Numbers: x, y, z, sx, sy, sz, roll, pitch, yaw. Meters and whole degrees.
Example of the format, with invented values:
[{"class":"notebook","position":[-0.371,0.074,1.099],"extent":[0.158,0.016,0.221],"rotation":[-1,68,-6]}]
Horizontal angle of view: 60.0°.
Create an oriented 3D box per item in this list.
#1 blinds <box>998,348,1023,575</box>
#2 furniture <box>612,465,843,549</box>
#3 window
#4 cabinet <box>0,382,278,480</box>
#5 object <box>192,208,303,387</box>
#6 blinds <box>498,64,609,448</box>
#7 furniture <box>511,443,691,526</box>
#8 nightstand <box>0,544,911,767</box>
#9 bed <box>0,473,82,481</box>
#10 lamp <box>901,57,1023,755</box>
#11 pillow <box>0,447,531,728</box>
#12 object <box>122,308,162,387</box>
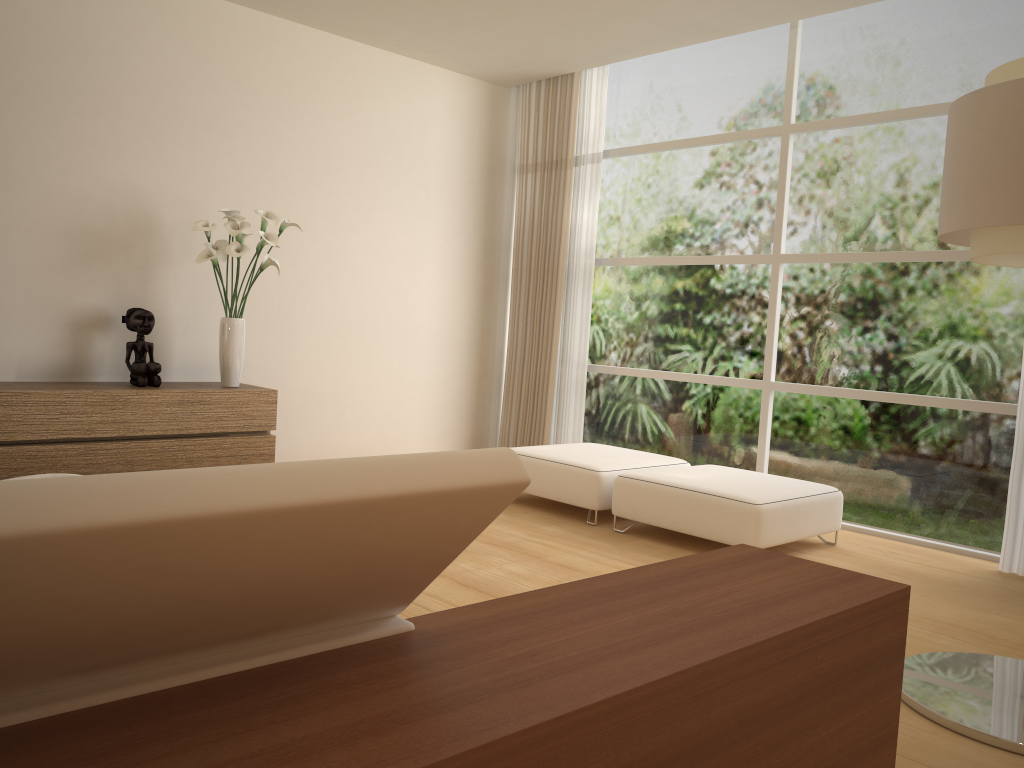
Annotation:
[{"class":"blinds","position":[2.892,-0.651,4.239],"extent":[0.202,3.351,0.814],"rotation":[0,5,-44]},{"class":"furniture","position":[1.224,0.708,5.053],"extent":[0.964,0.346,0.965],"rotation":[0,5,-43]},{"class":"window","position":[1.768,-0.830,5.887],"extent":[0.071,3.371,4.781],"rotation":[0,5,-43]},{"class":"cabinet","position":[-3.010,0.342,4.408],"extent":[3.713,0.662,0.588],"rotation":[0,5,-43]},{"class":"object","position":[-1.609,-0.513,5.320],"extent":[0.515,1.085,0.608],"rotation":[4,4,5]},{"class":"blinds","position":[0.283,-0.985,7.095],"extent":[0.211,3.352,0.950],"rotation":[0,5,-45]},{"class":"furniture","position":[0.518,0.618,5.806],"extent":[0.964,0.346,0.965],"rotation":[0,5,-43]},{"class":"nightstand","position":[-0.717,0.755,0.984],"extent":[4.220,0.539,0.493],"rotation":[0,5,-43]},{"class":"bed","position":[-1.723,0.618,1.975],"extent":[2.599,0.570,2.535],"rotation":[0,5,-43]},{"class":"lamp","position":[1.727,0.041,2.804],"extent":[0.817,2.018,0.817],"rotation":[3,4,0]},{"class":"pillow","position":[-0.730,0.325,1.001],"extent":[1.779,0.457,0.461],"rotation":[0,5,-44]},{"class":"object","position":[-2.154,-0.216,5.180],"extent":[0.181,0.453,0.282],"rotation":[0,5,-43]}]
